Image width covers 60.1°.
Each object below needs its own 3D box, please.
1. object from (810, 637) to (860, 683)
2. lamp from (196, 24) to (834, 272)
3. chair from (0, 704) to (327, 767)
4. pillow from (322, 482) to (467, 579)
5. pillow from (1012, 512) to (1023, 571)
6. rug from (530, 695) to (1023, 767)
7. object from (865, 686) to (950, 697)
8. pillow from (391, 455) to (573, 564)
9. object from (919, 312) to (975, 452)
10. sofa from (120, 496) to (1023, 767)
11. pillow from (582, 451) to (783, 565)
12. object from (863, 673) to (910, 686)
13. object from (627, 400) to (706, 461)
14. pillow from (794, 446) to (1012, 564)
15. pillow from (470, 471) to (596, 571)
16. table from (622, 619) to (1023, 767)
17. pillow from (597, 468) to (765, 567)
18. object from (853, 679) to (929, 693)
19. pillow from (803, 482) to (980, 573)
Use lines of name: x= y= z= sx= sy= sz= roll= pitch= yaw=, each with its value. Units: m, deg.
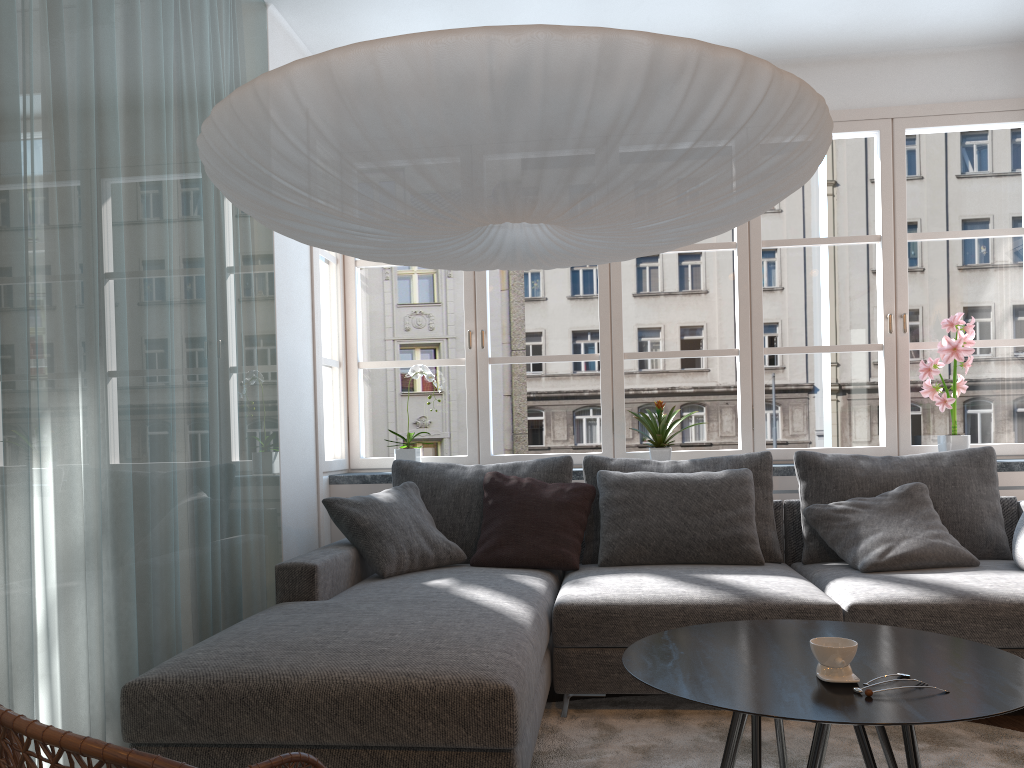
object: x=0.642 y=0.554 z=1.763 sx=0.091 sy=0.069 sz=0.139 roll=-2 pitch=-3 yaw=18
lamp: x=0.009 y=-0.446 z=2.170 sx=1.473 sy=0.210 sz=1.469 roll=-5 pitch=-5 yaw=43
chair: x=-0.245 y=0.678 z=1.100 sx=0.719 sy=0.709 sz=0.685 roll=-3 pitch=-2 yaw=39
pillow: x=-0.479 y=0.594 z=3.650 sx=0.515 sy=0.359 sz=0.347 roll=1 pitch=-2 yaw=-44
pillow: x=1.977 y=0.487 z=3.205 sx=0.286 sy=0.414 sz=0.494 roll=-1 pitch=-2 yaw=5
rug: x=0.537 y=1.063 z=1.839 sx=2.836 sy=0.012 sz=2.843 roll=-1 pitch=-4 yaw=-14
object: x=0.739 y=0.572 z=1.651 sx=0.168 sy=0.015 sz=0.015 roll=-1 pitch=-1 yaw=-6
pillow: x=-0.146 y=0.565 z=3.913 sx=0.836 sy=0.478 sz=0.275 roll=-2 pitch=0 yaw=7
object: x=2.042 y=0.018 z=4.127 sx=0.201 sy=0.691 sz=0.297 roll=-2 pitch=0 yaw=-15
sofa: x=0.679 y=0.799 z=2.953 sx=3.068 sy=0.671 sz=2.042 roll=-2 pitch=-3 yaw=7
pillow: x=0.720 y=0.536 z=3.824 sx=0.839 sy=0.475 sz=0.277 roll=-2 pitch=0 yaw=7
object: x=0.740 y=0.580 z=1.747 sx=0.124 sy=0.010 sz=0.026 roll=0 pitch=-3 yaw=-27
object: x=0.744 y=0.239 z=4.269 sx=0.376 sy=0.328 sz=0.323 roll=-1 pitch=-1 yaw=-18
pillow: x=1.626 y=0.509 z=3.709 sx=0.836 sy=0.477 sz=0.275 roll=-2 pitch=0 yaw=7
pillow: x=0.090 y=0.572 z=3.729 sx=0.521 sy=0.403 sz=0.311 roll=-2 pitch=-1 yaw=8
table: x=0.671 y=0.833 z=1.917 sx=0.847 sy=0.472 sz=0.848 roll=-2 pitch=-3 yaw=9
pillow: x=0.690 y=0.554 z=3.684 sx=0.667 sy=0.397 sz=0.292 roll=-2 pitch=-1 yaw=6
object: x=0.725 y=0.574 z=1.691 sx=0.163 sy=0.016 sz=0.025 roll=0 pitch=-3 yaw=-18
pillow: x=1.480 y=0.558 z=3.484 sx=0.492 sy=0.321 sz=0.445 roll=-1 pitch=-2 yaw=-12
